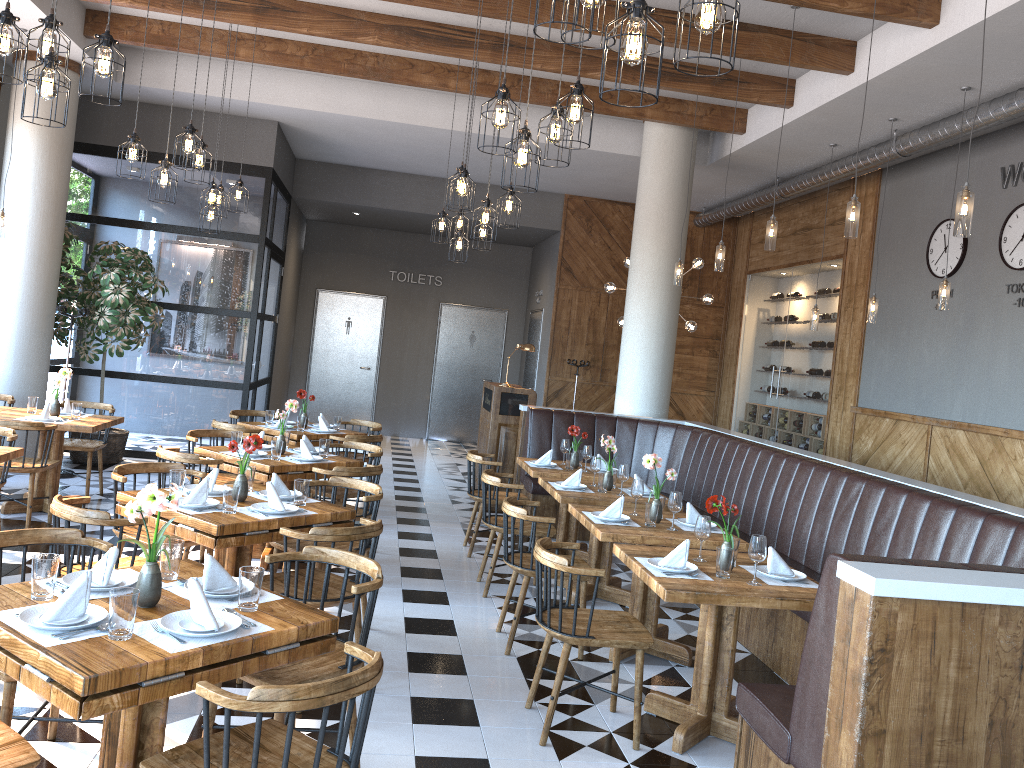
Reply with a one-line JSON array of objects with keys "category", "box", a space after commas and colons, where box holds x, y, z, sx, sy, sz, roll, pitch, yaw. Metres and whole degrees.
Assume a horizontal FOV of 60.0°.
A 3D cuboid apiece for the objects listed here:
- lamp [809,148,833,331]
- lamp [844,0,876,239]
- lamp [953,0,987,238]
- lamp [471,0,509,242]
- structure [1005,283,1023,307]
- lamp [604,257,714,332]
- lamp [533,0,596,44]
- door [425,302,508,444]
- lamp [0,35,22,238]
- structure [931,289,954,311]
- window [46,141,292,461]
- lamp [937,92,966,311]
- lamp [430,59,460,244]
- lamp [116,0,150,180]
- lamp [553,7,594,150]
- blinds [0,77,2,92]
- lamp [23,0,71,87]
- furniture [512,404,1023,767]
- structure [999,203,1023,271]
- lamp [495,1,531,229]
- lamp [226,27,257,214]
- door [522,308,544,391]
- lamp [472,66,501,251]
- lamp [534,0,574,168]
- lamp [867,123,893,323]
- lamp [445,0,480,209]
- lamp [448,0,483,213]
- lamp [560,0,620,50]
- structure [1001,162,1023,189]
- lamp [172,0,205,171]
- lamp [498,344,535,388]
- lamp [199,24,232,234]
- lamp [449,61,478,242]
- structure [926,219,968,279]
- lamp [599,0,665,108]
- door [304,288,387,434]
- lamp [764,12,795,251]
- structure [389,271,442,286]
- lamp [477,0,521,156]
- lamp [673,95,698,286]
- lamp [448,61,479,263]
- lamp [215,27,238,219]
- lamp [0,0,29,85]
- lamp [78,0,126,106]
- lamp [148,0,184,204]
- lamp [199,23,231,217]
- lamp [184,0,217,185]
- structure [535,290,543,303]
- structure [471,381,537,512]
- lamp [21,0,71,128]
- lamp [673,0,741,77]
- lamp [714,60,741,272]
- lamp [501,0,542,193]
[{"category": "lamp", "box": [3.118, -1.512, 8.863, 0.078, 1.964, 0.078, 6, 0, 24]}, {"category": "lamp", "box": [2.182, -1.875, 5.444, 0.078, 1.964, 0.078, 6, 0, 10]}, {"category": "lamp", "box": [2.325, -1.706, 4.382, 0.078, 1.964, 0.078, 6, 0, 32]}, {"category": "lamp", "box": [-0.099, -2.074, 6.433, 0.175, 2.071, 0.175, 6, 0, -25]}, {"category": "structure", "box": [4.195, -0.732, 7.305, 0.021, 0.200, 0.369, 6, 2, -9]}, {"category": "lamp", "box": [1.918, -1.522, 11.297, 1.189, 2.192, 1.158, 6, 0, 43]}, {"category": "lamp", "box": [0.259, -2.070, 2.637, 0.175, 2.071, 0.175, 6, 0, -2]}, {"category": "door", "box": [-0.779, -0.170, 15.424, 1.206, 2.394, 0.114, 6, 0, -8]}, {"category": "lamp", "box": [-4.464, -2.282, 7.905, 0.078, 1.964, 0.078, 6, 0, 24]}, {"category": "structure", "box": [4.044, -0.786, 8.340, 0.021, 0.197, 0.306, 6, 1, -9]}, {"category": "window", "box": [-4.444, -0.965, 11.282, 2.725, 3.549, 2.188, 6, 0, -8]}, {"category": "lamp", "box": [3.427, -1.548, 6.845, 0.078, 1.964, 0.078, 6, 0, 26]}, {"category": "lamp", "box": [-0.577, -2.375, 8.444, 0.175, 2.071, 0.175, 6, 0, 24]}, {"category": "lamp", "box": [-2.516, -2.450, 6.096, 0.175, 2.071, 0.174, 6, 0, 43]}, {"category": "lamp", "box": [0.395, -2.172, 4.246, 0.174, 2.071, 0.175, 6, 0, -38]}, {"category": "blinds", "box": [-4.696, -1.022, 5.062, 0.160, 3.580, 7.274, 6, 2, -9]}, {"category": "lamp", "box": [-2.045, -2.425, 4.088, 0.175, 2.071, 0.175, 6, 0, 11]}, {"category": "furniture", "box": [1.436, 1.046, 5.906, 1.916, 1.150, 6.595, 6, 2, -9]}, {"category": "structure", "box": [4.232, -1.218, 7.318, 0.046, 0.560, 0.561, 6, 1, -9]}, {"category": "lamp", "box": [0.070, -2.193, 6.591, 0.175, 2.071, 0.174, 6, 0, 32]}, {"category": "lamp", "box": [-2.438, -2.621, 8.202, 0.175, 2.071, 0.175, 6, 0, 4]}, {"category": "door", "box": [0.266, -0.020, 14.381, 0.114, 2.394, 1.207, 6, 0, -9]}, {"category": "lamp", "box": [-0.177, -2.283, 8.289, 0.175, 2.071, 0.175, 6, 0, 2]}, {"category": "lamp", "box": [0.309, -2.131, 4.439, 0.175, 2.071, 0.174, 6, 0, 41]}, {"category": "lamp", "box": [3.276, -1.515, 7.823, 0.078, 1.964, 0.078, 6, 0, -23]}, {"category": "lamp", "box": [-0.289, -2.329, 6.520, 0.175, 2.071, 0.175, 6, 0, -25]}, {"category": "lamp", "box": [-0.259, -2.262, 6.314, 0.174, 2.071, 0.175, 6, 0, -36]}, {"category": "lamp", "box": [0.351, -2.124, 2.826, 0.175, 2.071, 0.175, 6, 0, 10]}, {"category": "structure", "box": [4.440, -1.710, 6.340, 0.033, 0.199, 2.732, 6, 2, -9]}, {"category": "lamp", "box": [-2.130, -2.509, 6.094, 0.175, 2.071, 0.175, 6, 0, -14]}, {"category": "lamp", "box": [0.031, -0.071, 9.532, 0.444, 0.757, 0.170, 6, 0, -33]}, {"category": "lamp", "box": [-2.641, -2.405, 8.055, 0.175, 2.071, 0.175, 6, 0, 4]}, {"category": "lamp", "box": [-0.411, -2.419, 8.577, 0.175, 2.071, 0.174, 6, 0, 35]}, {"category": "structure", "box": [4.085, -1.271, 8.330, 0.046, 0.560, 0.561, 6, 1, -9]}, {"category": "lamp", "box": [0.454, -1.873, 2.632, 0.175, 2.071, 0.175, 6, 0, 10]}, {"category": "door", "box": [-2.859, -0.380, 15.118, 1.206, 2.394, 0.114, 6, 0, -8]}, {"category": "lamp", "box": [2.018, -1.970, 6.589, 0.078, 1.964, 0.078, 6, 0, 26]}, {"category": "structure", "box": [-1.663, -1.821, 15.288, 0.915, 0.166, 0.035, 6, 0, -8]}, {"category": "lamp", "box": [0.040, -2.104, 4.095, 0.175, 2.071, 0.175, 6, 0, 19]}, {"category": "lamp", "box": [1.709, -1.934, 8.606, 0.078, 1.964, 0.078, 6, 0, 24]}, {"category": "lamp", "box": [-0.404, -2.178, 8.346, 0.175, 2.071, 0.174, 6, 0, 35]}, {"category": "lamp", "box": [-2.639, -2.588, 8.271, 0.175, 2.071, 0.175, 6, 0, -7]}, {"category": "lamp", "box": [-2.141, -2.372, 3.900, 0.175, 2.071, 0.175, 6, 0, 0]}, {"category": "lamp", "box": [-1.715, -2.284, 3.929, 0.175, 2.071, 0.175, 6, 0, -23]}, {"category": "lamp", "box": [-2.347, -2.305, 6.220, 0.175, 2.071, 0.175, 6, 0, -14]}, {"category": "lamp", "box": [-2.567, -2.520, 7.843, 0.175, 2.071, 0.175, 6, 0, -29]}, {"category": "lamp", "box": [-2.131, -2.460, 6.302, 0.175, 2.071, 0.175, 6, 0, -25]}, {"category": "structure", "box": [0.437, -1.413, 14.348, 0.025, 0.197, 0.566, 6, 2, -9]}, {"category": "structure", "box": [-0.030, 0.670, 9.807, 0.645, 1.300, 1.046, 6, 1, -9]}, {"category": "lamp", "box": [-1.946, -2.176, 3.892, 0.175, 2.071, 0.175, 6, 0, 11]}, {"category": "lamp", "box": [0.685, -1.982, 2.673, 0.175, 2.071, 0.175, 6, 0, -24]}, {"category": "lamp", "box": [1.866, -1.937, 7.566, 0.078, 1.964, 0.078, 6, 0, -23]}, {"category": "lamp", "box": [0.143, -1.968, 4.282, 0.174, 2.071, 0.175, 6, 0, -38]}]
